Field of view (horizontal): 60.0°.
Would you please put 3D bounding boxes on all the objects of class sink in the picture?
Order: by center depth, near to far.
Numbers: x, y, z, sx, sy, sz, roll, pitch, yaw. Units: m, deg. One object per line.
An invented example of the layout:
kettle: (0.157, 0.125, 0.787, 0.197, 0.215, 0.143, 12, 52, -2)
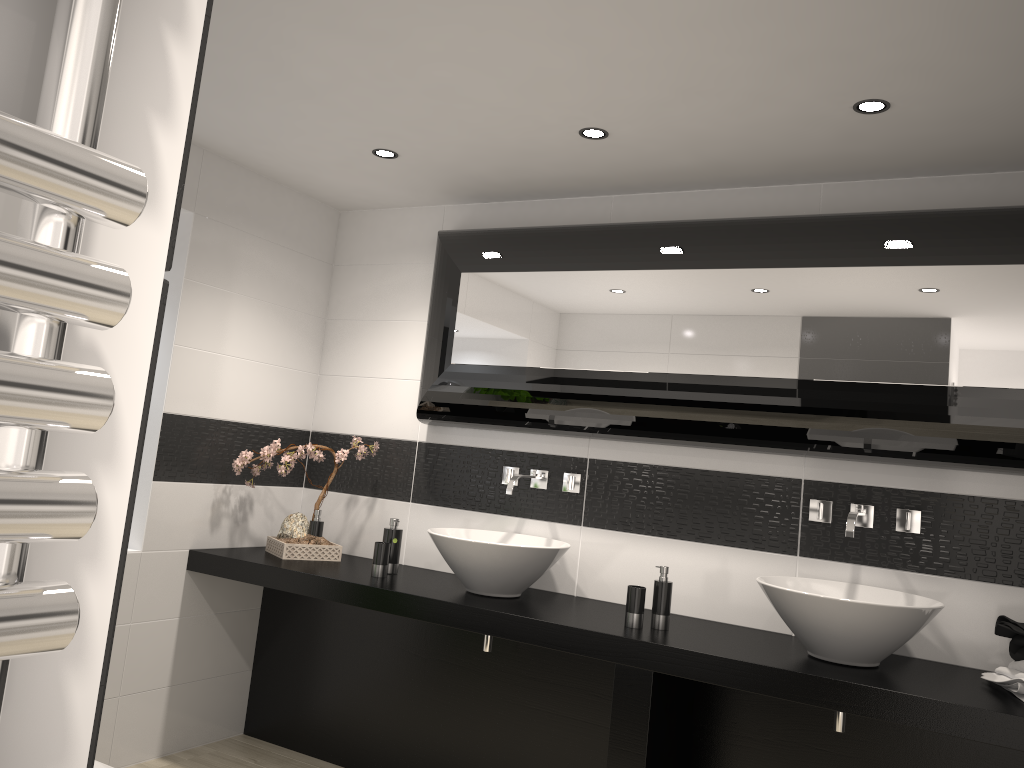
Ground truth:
sink: (1.055, 0.761, 2.808, 0.560, 0.213, 0.557, 5, -5, 8)
sink: (-0.061, 0.699, 3.430, 0.559, 0.213, 0.558, 8, -6, -17)

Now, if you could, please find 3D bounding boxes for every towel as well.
towel: (1.579, 0.843, 2.548, 0.391, 0.133, 0.404, 5, -6, 14)
towel: (1.614, 0.779, 2.580, 0.388, 0.132, 0.404, 5, -6, 16)

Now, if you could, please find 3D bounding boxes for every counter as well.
counter: (0.465, 0.878, 3.087, 3.847, 0.084, 0.652, 3, -6, 29)

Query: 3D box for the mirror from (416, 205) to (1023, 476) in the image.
mirror: (0.743, -0.213, 3.363, 2.615, 0.905, 0.257, 3, -7, 29)

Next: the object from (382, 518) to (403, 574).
object: (-0.502, 0.673, 3.695, 0.079, 0.221, 0.079, 4, -7, 19)

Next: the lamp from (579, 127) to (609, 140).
lamp: (0.288, -0.883, 3.127, 0.105, 0.004, 0.105, 5, -5, 14)

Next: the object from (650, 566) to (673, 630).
object: (0.514, 0.730, 3.030, 0.063, 0.208, 0.063, 5, -7, 9)

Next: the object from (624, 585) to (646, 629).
object: (0.417, 0.754, 3.000, 0.063, 0.134, 0.063, 9, -7, -26)

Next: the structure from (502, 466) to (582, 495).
structure: (0.061, 0.401, 3.627, 0.367, 0.108, 0.258, 3, -6, 29)

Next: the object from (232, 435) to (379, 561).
object: (-0.939, 0.484, 3.945, 0.626, 0.563, 0.260, 10, -8, -30)

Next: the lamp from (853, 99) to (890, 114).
lamp: (1.088, -0.839, 2.681, 0.105, 0.004, 0.105, 9, -6, -28)

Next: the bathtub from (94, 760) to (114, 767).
bathtub: (-1.392, 1.001, 1.449, 2.180, 0.679, 1.004, 3, -7, 29)

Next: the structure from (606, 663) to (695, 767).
structure: (0.451, 1.289, 2.914, 0.126, 0.765, 0.462, 2, -8, 29)

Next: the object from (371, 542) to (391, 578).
object: (-0.526, 0.704, 3.554, 0.063, 0.134, 0.063, 9, -7, -26)

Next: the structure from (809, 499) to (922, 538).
structure: (1.175, 0.463, 3.005, 0.367, 0.108, 0.258, 3, -6, 29)

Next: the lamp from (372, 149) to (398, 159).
lamp: (-0.511, -0.928, 3.573, 0.105, 0.004, 0.105, 1, -7, 44)

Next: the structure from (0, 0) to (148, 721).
structure: (-0.243, -0.163, 0.110, 0.039, 1.297, 0.470, 2, -8, 29)
